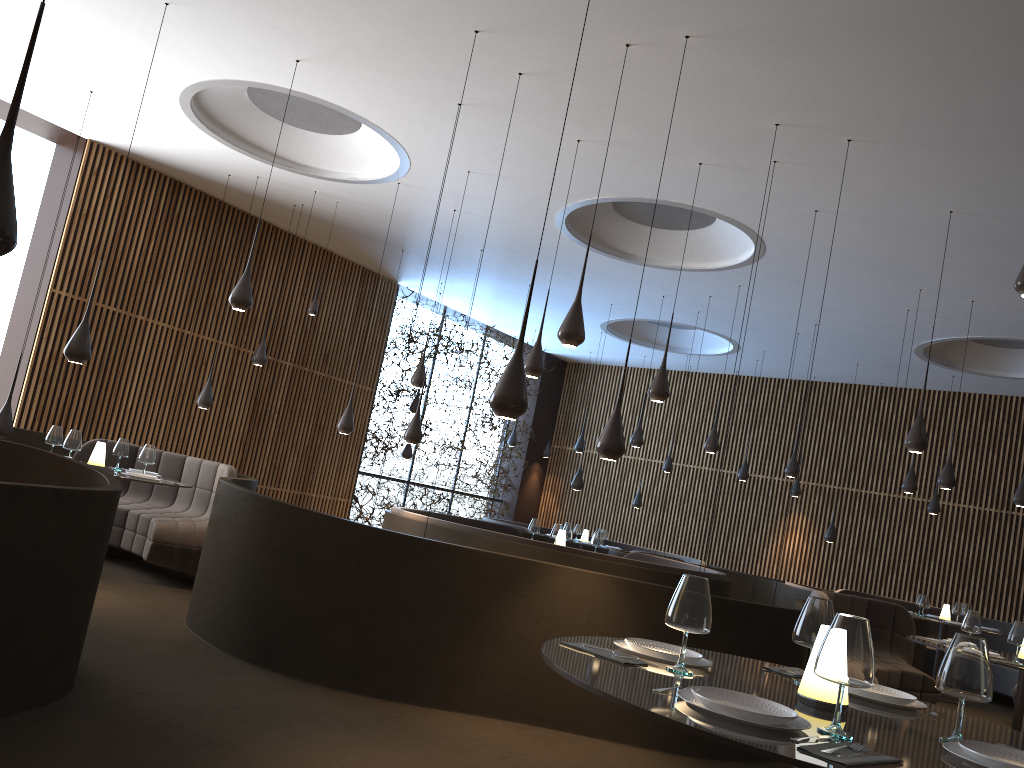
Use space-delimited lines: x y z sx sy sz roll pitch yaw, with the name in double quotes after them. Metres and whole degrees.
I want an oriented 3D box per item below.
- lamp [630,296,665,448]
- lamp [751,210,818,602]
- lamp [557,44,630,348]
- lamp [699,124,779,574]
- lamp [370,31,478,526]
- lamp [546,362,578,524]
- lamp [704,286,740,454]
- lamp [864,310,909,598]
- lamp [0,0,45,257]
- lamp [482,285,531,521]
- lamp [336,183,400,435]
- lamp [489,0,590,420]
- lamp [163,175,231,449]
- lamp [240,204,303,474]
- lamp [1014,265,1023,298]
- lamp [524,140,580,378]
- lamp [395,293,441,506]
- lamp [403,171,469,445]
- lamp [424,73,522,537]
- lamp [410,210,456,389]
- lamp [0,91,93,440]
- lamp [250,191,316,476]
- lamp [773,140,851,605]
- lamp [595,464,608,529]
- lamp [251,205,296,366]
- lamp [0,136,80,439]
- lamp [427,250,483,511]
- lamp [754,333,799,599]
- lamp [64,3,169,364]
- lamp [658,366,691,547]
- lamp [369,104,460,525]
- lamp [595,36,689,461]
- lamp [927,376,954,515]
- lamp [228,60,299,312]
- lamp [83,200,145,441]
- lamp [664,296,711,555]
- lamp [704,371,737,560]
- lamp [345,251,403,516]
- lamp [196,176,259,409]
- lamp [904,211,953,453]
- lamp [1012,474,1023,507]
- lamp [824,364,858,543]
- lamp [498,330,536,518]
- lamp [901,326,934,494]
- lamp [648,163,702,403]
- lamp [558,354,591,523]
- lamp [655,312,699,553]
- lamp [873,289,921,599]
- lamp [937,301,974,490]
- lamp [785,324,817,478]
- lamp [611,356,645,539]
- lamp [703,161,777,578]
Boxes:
1.973 -0.187 12.688 0.196 2.218 0.196 13 -6 -18 "lamp"
2.351 1.365 8.299 0.196 6.259 0.196 13 -6 -18 "lamp"
0.611 -1.340 6.222 0.196 2.218 0.196 13 -6 -18 "lamp"
1.502 0.982 6.736 0.195 6.259 0.196 9 -7 22 "lamp"
-0.875 0.439 6.237 0.196 6.259 0.196 13 -6 -18 "lamp"
0.830 2.524 19.031 0.196 6.259 0.196 15 -7 -28 "lamp"
2.758 -0.201 11.460 0.196 2.218 0.196 13 -6 -18 "lamp"
4.385 2.119 10.845 0.196 6.259 0.196 13 -6 -18 "lamp"
-1.309 -1.820 2.793 0.196 2.953 0.195 16 -8 -38 "lamp"
-0.338 1.521 13.386 0.196 6.259 0.196 12 -6 -8 "lamp"
-1.596 -0.882 10.091 0.196 2.953 0.196 12 -6 -8 "lamp"
0.257 -1.271 4.520 0.196 2.953 0.196 13 -6 -18 "lamp"
-4.186 0.409 10.876 0.195 6.259 0.196 5 -9 45 "lamp"
-3.410 0.653 11.524 0.195 6.259 0.196 5 -9 45 "lamp"
2.383 -1.107 3.908 0.132 1.495 0.132 6 -8 42 "lamp"
0.393 -1.143 7.990 0.195 2.218 0.196 6 -8 42 "lamp"
-1.868 1.464 15.210 0.196 6.259 0.196 15 -7 -28 "lamp"
-0.748 -0.822 9.286 0.196 2.953 0.196 11 -6 2 "lamp"
-0.546 0.574 6.746 0.195 6.259 0.196 6 -8 42 "lamp"
-0.916 -1.036 10.695 0.195 2.218 0.196 8 -7 32 "lamp"
-5.028 -0.018 8.977 0.195 6.259 0.196 10 -6 12 "lamp"
-3.089 0.625 10.847 0.196 6.259 0.196 14 -7 -25 "lamp"
2.086 1.102 6.759 0.195 6.259 0.196 9 -7 22 "lamp"
1.739 2.529 17.735 0.195 6.259 0.196 9 -7 22 "lamp"
-3.144 -1.330 11.836 0.196 2.218 0.196 15 -7 -28 "lamp"
-4.464 -0.940 8.376 0.196 2.953 0.196 12 -6 -8 "lamp"
-1.033 1.192 11.991 0.196 6.259 0.196 12 -6 -8 "lamp"
3.720 2.290 13.075 0.196 6.259 0.195 16 -8 -38 "lamp"
-3.050 -1.603 6.936 0.196 2.953 0.196 13 -6 -18 "lamp"
2.932 2.701 17.249 0.196 6.259 0.195 16 -8 -38 "lamp"
-1.078 0.573 7.519 0.195 6.259 0.196 6 -8 42 "lamp"
0.915 -0.947 5.934 0.195 2.953 0.196 6 -8 42 "lamp"
6.810 0.955 13.997 0.195 2.218 0.196 10 -6 12 "lamp"
-2.064 -1.699 7.514 0.196 2.218 0.196 13 -6 -18 "lamp"
-5.043 0.847 10.334 0.195 6.259 0.196 10 -6 12 "lamp"
2.150 1.832 12.016 0.196 6.259 0.196 13 -6 -18 "lamp"
3.749 2.811 16.852 0.196 6.259 0.196 15 -7 -28 "lamp"
-2.235 1.070 12.863 0.195 6.259 0.196 10 -6 12 "lamp"
-3.454 -1.144 10.894 0.195 2.953 0.196 9 -7 22 "lamp"
3.768 -0.481 7.925 0.196 2.218 0.196 12 -6 -8 "lamp"
6.187 0.356 10.520 0.195 2.218 0.197 7 -7 32 "lamp"
5.404 1.110 14.437 0.195 2.953 0.196 9 -7 22 "lamp"
-0.155 2.018 16.762 0.196 6.259 0.196 15 -7 -28 "lamp"
5.336 0.328 11.557 0.196 2.218 0.196 13 -6 -18 "lamp"
1.502 -0.928 7.968 0.195 2.218 0.197 7 -7 32 "lamp"
1.009 2.396 17.828 0.196 6.259 0.196 15 -7 -28 "lamp"
2.187 1.969 12.973 0.196 6.259 0.196 13 -6 -18 "lamp"
4.145 1.954 9.987 0.196 6.259 0.196 13 -6 -18 "lamp"
5.160 0.115 10.224 0.196 2.218 0.196 13 -6 -18 "lamp"
4.140 0.229 12.587 0.196 2.218 0.196 13 -6 -18 "lamp"
2.015 2.509 17.182 0.196 6.259 0.195 16 -8 -38 "lamp"
1.685 1.110 7.404 0.196 6.259 0.196 15 -7 -28 "lamp"
